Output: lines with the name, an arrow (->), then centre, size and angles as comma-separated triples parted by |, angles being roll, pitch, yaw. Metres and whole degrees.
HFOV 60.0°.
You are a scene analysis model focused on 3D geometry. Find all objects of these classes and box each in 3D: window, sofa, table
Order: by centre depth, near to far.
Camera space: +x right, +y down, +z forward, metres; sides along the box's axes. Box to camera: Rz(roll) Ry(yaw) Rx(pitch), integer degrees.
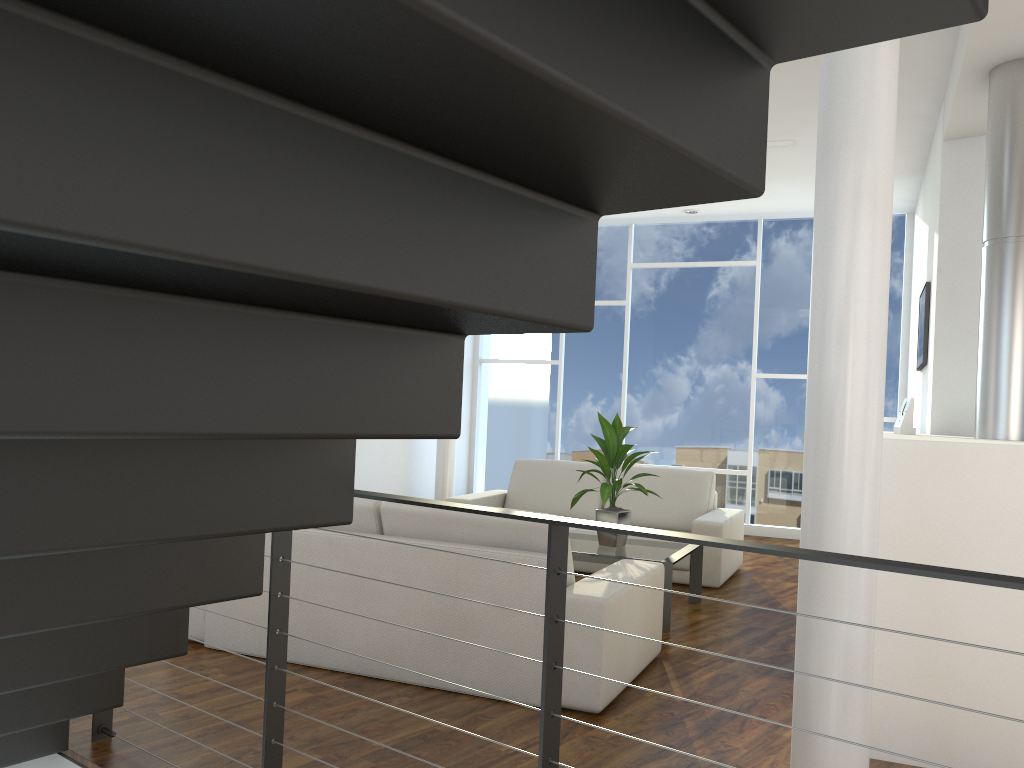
sofa -> -0.323, 0.668, 3.207 | 1.610, 0.565, 0.803 | 2, -1, 23
table -> 0.032, 0.856, 4.201 | 1.608, 0.284, 0.661 | 2, -2, 23
sofa -> 0.484, 0.759, 5.186 | 1.610, 0.565, 0.803 | 2, -1, 23
window -> 1.334, -1.655, 7.005 | 3.414, 5.634, 0.090 | 2, 0, 22

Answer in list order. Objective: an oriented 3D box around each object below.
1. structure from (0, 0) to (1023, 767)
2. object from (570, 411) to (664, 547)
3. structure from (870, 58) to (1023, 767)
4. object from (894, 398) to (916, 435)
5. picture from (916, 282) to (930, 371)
structure -> 0.193, 0.433, 0.643 | 4.359, 6.296, 1.094 | 2, 0, 38
object -> 0.473, 0.426, 3.984 | 0.432, 0.601, 0.458 | 2, -1, 7
structure -> 1.778, -0.043, 3.505 | 0.750, 2.205, 2.752 | 2, -1, 22
object -> 1.645, 0.135, 3.708 | 0.061, 0.151, 0.100 | 2, -1, 8
picture -> 2.181, -0.293, 4.705 | 0.020, 0.415, 0.575 | 2, -1, 22
